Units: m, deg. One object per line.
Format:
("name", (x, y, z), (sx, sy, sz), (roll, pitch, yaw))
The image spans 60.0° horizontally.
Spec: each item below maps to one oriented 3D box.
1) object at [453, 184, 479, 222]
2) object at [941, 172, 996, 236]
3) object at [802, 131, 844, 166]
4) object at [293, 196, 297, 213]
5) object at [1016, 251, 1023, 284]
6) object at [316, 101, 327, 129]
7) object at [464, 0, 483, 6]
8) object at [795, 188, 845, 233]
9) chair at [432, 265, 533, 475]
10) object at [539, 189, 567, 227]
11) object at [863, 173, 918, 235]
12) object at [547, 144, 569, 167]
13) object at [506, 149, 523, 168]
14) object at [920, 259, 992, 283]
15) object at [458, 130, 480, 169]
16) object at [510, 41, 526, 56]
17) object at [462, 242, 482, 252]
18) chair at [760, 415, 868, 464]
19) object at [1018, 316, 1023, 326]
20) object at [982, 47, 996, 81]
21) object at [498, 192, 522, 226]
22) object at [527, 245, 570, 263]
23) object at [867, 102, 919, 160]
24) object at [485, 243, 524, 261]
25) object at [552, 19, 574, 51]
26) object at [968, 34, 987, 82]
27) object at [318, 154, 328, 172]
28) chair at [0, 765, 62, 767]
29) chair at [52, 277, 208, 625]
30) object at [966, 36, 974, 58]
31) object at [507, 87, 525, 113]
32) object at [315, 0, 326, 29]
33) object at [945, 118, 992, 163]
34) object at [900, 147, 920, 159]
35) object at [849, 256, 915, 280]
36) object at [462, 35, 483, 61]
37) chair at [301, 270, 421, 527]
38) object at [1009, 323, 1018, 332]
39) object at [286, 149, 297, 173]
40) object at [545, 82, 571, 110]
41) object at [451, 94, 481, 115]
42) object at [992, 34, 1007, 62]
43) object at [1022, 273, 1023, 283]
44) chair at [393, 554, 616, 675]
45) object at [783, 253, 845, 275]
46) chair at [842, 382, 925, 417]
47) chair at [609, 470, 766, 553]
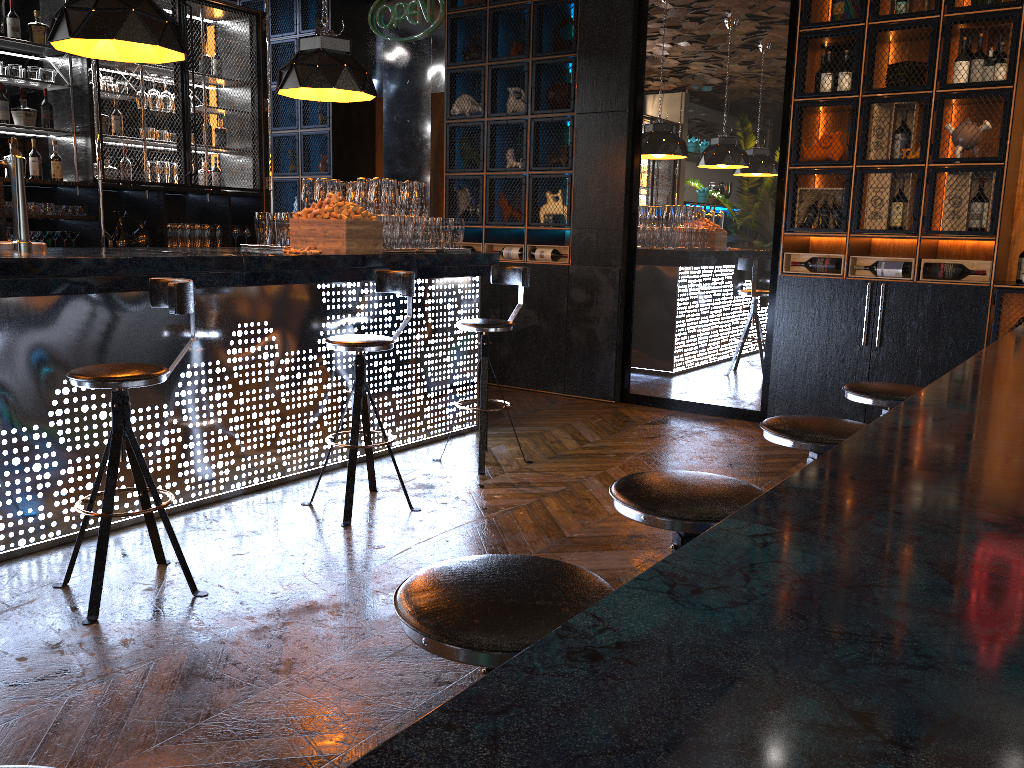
("object", (-0.348, -1.547, 7.645), (0.369, 0.351, 0.175), (9, 13, 39))
("object", (2.861, -1.129, 5.561), (0.276, 0.396, 0.136), (6, 11, 25))
("object", (2.052, -1.553, 5.857), (0.278, 0.222, 0.138), (8, 12, 34))
("object", (-2.124, -1.767, 8.953), (0.126, 0.249, 0.253), (3, 10, 10))
("object", (3.179, -0.771, 5.464), (0.100, 0.347, 0.100), (-1, 10, -12))
("object", (-1.779, -2.616, 8.513), (0.198, 0.358, 0.116), (2, 10, 5))
("object", (-0.272, -3.204, 7.349), (0.253, 0.249, 0.126), (2, 10, 5))
("object", (2.134, -1.180, 6.039), (0.361, 0.297, 0.152), (6, 11, 26))
("chair", (-0.133, -0.105, 5.012), (0.419, 1.108, 0.476), (11, 14, 44))
("object", (0.387, -1.419, 7.159), (0.341, 0.303, 0.164), (10, 13, 39))
("object", (2.469, -1.178, 5.787), (0.281, 0.396, 0.139), (8, 12, 32))
("object", (0.372, -1.810, 7.110), (0.212, 0.220, 0.119), (5, 10, 19))
("object", (0.029, -1.854, 7.365), (0.183, 0.210, 0.096), (9, 12, 37))
("object", (2.760, -0.706, 5.515), (0.396, 0.132, 0.126), (6, 11, 23))
("object", (-0.330, -1.983, 7.571), (0.255, 0.356, 0.167), (10, 13, 39))
("object", (0.062, -2.695, 7.221), (0.105, 0.168, 0.210), (8, 12, 34))
("object", (-0.381, -1.148, 7.624), (0.396, 0.133, 0.122), (8, 12, 34))
("chair", (0.836, 0.505, 2.489), (0.419, 0.813, 0.419), (7, 11, 29))
("object", (3.228, -0.379, 5.560), (0.100, 0.101, 0.365), (8, 12, 34))
("object", (2.849, -1.883, 5.294), (0.065, 0.237, 0.065), (3, 10, 8))
("object", (-0.017, -1.456, 7.385), (0.208, 0.280, 0.131), (4, 10, 16))
("object", (0.320, -1.048, 7.139), (0.396, 0.132, 0.123), (8, 12, 35))
("object", (2.465, -1.610, 5.743), (0.304, 0.396, 0.162), (3, 10, 10))
("object", (-0.033, -1.098, 7.383), (0.396, 0.132, 0.122), (8, 12, 34))
("object", (0.418, -2.700, 6.940), (0.249, 0.290, 0.114), (8, 12, 34))
("object", (2.826, -1.947, 5.375), (0.091, 0.332, 0.091), (-1, 10, -12))
("object", (-1.746, -2.124, 8.635), (0.278, 0.222, 0.138), (-3, 11, -25))
("chair", (-0.469, 0.773, 0.752), (0.419, 0.813, 0.419), (7, 11, 29))
("chair", (-1.338, 0.193, 3.113), (0.476, 1.108, 0.419), (-7, 13, -40))
("object", (2.783, -1.969, 5.451), (0.100, 0.345, 0.254), (9, 12, 36))
("object", (0.082, -2.300, 7.269), (0.253, 0.249, 0.126), (2, 10, 5))
("object", (-1.778, -3.468, 8.341), (0.198, 0.358, 0.116), (8, 12, 34))
("object", (2.753, -1.473, 5.371), (0.237, 0.266, 0.164), (2, 10, 6))
("object", (2.569, -1.465, 5.640), (0.189, 0.183, 0.085), (7, 11, 29))
("object", (2.397, -0.752, 5.722), (0.396, 0.132, 0.122), (9, 13, 39))
("object", (-0.314, -2.780, 7.427), (0.253, 0.249, 0.126), (8, 12, 34))
("chair", (-0.680, 0.034, 4.126), (0.476, 1.108, 0.419), (-7, 13, -40))
("object", (3.298, -0.229, 5.507), (0.349, 0.248, 0.439), (8, 12, 34))
("object", (-2.104, -2.204, 8.839), (0.290, 0.290, 0.097), (-1, 10, -17))
("object", (0.396, -2.250, 7.023), (0.265, 0.239, 0.266), (4, 10, 13))
("object", (-0.314, -2.336, 7.500), (0.403, 0.221, 0.192), (2, 10, 4))
("object", (2.973, -1.959, 5.425), (0.100, 0.345, 0.100), (-1, 10, -12))
("object", (3.103, -0.631, 5.318), (0.068, 0.074, 0.069), (-5, 12, -35))
("chair", (-0.015, 0.685, 1.328), (0.419, 0.813, 0.419), (7, 11, 29))
("object", (2.041, -0.809, 5.961), (0.396, 0.132, 0.122), (9, 12, 37))
("chair", (1.302, 0.408, 3.122), (0.419, 0.813, 0.419), (7, 11, 29))
("chair", (0.350, 0.603, 1.854), (0.419, 0.813, 0.419), (7, 11, 29))
